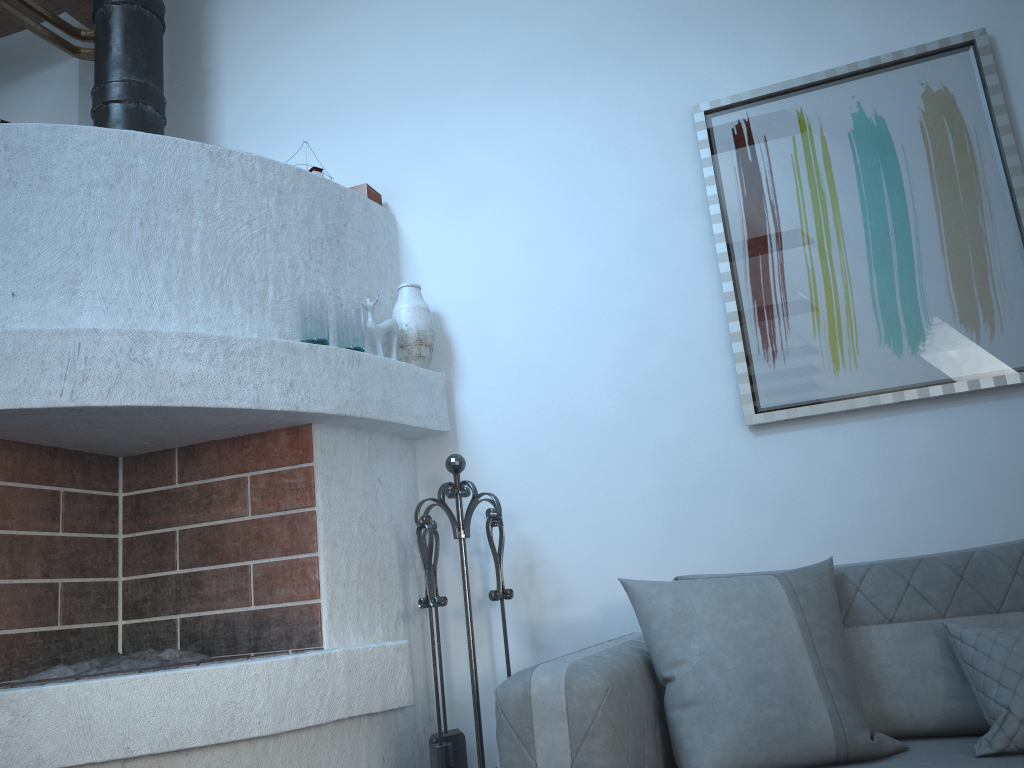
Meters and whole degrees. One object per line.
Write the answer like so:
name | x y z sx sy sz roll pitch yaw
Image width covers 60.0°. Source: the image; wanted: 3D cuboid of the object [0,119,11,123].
object | -1.721 -0.792 2.851 0.783 0.094 0.311 -7 -14 4

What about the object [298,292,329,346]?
object | -0.648 -0.202 2.905 0.092 0.180 0.092 7 -18 -42

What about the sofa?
sofa | 1.286 0.699 1.870 2.458 0.770 1.107 -10 -14 18

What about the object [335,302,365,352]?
object | -0.553 -0.180 3.034 0.092 0.180 0.092 -18 -18 40

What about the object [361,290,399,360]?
object | -0.469 -0.197 3.164 0.150 0.258 0.081 4 -17 -37

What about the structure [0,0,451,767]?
structure | -1.796 -0.502 3.935 3.058 4.752 3.049 -13 -15 26

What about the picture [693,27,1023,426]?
picture | 1.170 -0.517 2.940 0.965 1.185 0.025 -10 -14 18

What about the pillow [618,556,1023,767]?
pillow | 1.254 0.507 1.816 2.075 0.515 0.444 -10 -14 18

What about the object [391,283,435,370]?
object | -0.372 -0.191 3.323 0.165 0.368 0.165 -4 -14 -9

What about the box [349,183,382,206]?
box | -0.654 -0.722 3.572 0.229 0.078 0.127 -10 -14 18

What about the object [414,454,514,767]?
object | -0.129 0.835 2.822 0.376 1.245 0.376 -6 -14 -1

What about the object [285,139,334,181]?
object | -0.781 -0.831 3.376 0.231 0.221 0.066 6 -18 -40
